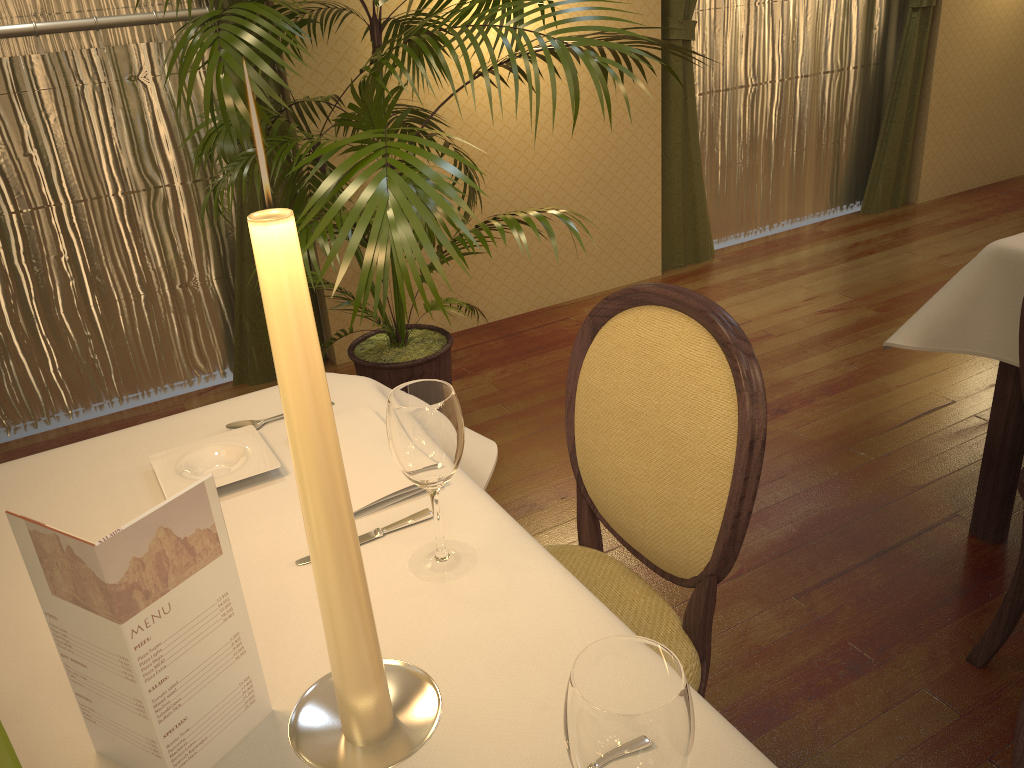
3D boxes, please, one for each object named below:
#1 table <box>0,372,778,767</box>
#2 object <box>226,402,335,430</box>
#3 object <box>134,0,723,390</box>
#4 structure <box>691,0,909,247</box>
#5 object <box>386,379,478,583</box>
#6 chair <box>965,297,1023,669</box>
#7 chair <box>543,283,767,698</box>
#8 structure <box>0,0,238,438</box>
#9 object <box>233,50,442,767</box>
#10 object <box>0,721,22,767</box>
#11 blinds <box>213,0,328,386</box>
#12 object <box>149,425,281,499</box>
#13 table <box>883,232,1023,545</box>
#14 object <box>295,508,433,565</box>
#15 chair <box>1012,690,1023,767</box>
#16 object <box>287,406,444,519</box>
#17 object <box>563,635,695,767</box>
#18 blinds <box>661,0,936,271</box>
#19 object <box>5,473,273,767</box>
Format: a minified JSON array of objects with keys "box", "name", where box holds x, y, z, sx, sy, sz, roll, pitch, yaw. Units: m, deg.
[{"box":[-0.255,0.714,0.938,1.385,0.759,2.152,-17,28,-25],"name":"table"},{"box":[-0.379,0.052,1.461,0.181,0.015,0.038,-17,28,-24],"name":"object"},{"box":[-0.346,-0.706,2.744,1.552,1.807,1.496,17,33,38],"name":"object"},{"box":[1.269,-2.863,3.829,1.900,4.511,0.134,-17,28,-25],"name":"structure"},{"box":[-0.093,0.113,1.032,0.088,0.229,0.088,4,27,18],"name":"object"},{"box":[1.217,0.162,1.627,0.571,0.955,0.530,-17,28,-25],"name":"chair"},{"box":[0.062,0.370,1.386,0.571,0.955,0.530,-17,28,-25],"name":"chair"},{"box":[-1.758,-1.913,2.345,1.942,4.511,0.123,-17,28,-25],"name":"structure"},{"box":[-0.198,0.219,0.337,0.390,0.655,0.131,-15,27,-20],"name":"object"},{"box":[-0.389,0.242,0.641,0.076,0.375,0.163,-25,32,-37],"name":"object"},{"box":[-1.701,-1.886,2.250,1.934,4.537,0.225,-18,28,-26],"name":"blinds"},{"box":[-0.439,0.123,1.312,0.160,0.024,0.160,-17,28,-25],"name":"object"},{"box":[1.834,0.058,1.962,1.389,0.759,1.395,-17,28,-24],"name":"table"},{"box":[-0.186,0.195,1.131,0.185,0.010,0.017,-17,28,-25],"name":"object"},{"box":[0.454,0.664,0.700,0.571,0.955,0.530,-17,28,-25],"name":"chair"},{"box":[-0.224,0.108,1.308,0.142,0.024,0.273,-17,28,-25],"name":"object"},{"box":[0.084,0.291,0.626,0.088,0.229,0.088,4,27,18],"name":"object"},{"box":[1.333,-2.836,3.732,1.878,4.537,0.129,-17,28,-25],"name":"blinds"},{"box":[-0.319,0.231,0.771,0.166,0.277,0.081,-10,26,-10],"name":"object"}]
